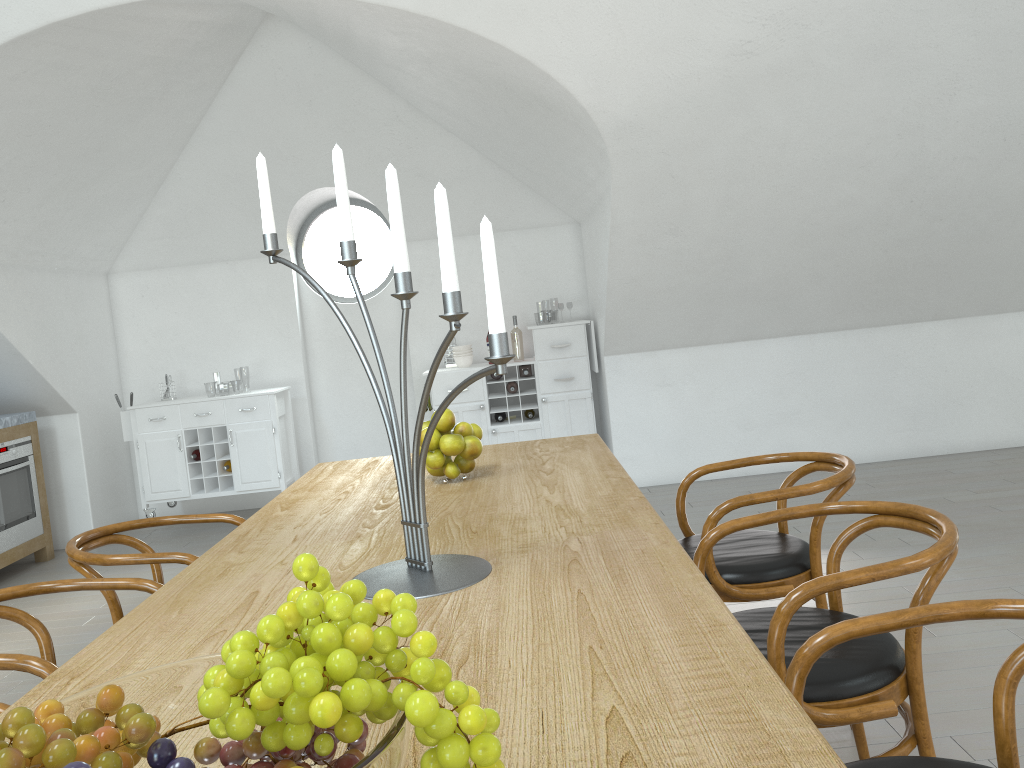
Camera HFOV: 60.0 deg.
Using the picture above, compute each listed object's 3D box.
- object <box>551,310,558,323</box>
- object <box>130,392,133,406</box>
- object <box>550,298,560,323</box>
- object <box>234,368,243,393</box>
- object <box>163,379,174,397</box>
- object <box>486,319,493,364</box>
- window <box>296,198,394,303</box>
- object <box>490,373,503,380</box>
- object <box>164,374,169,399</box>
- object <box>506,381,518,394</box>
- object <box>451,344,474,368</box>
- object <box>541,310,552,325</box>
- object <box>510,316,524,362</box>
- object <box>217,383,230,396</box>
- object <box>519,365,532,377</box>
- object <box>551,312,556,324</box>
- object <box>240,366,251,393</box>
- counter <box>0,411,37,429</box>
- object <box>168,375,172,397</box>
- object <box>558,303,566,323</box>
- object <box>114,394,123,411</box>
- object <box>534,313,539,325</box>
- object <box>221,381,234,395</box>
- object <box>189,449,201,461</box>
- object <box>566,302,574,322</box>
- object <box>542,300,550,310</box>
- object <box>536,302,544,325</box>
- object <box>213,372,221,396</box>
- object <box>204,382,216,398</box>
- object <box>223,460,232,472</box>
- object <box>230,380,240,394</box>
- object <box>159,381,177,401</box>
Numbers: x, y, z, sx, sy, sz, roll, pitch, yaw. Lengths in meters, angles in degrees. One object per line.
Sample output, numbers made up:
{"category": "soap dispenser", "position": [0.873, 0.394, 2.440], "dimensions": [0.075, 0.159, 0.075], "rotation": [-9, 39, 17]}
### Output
{"category": "object", "position": [0.304, -0.484, 6.425], "dimensions": [0.071, 0.098, 0.071], "rotation": [-6, 3, 8]}
{"category": "object", "position": [-2.630, 0.191, 6.128], "dimensions": [0.088, 0.268, 0.029], "rotation": [-5, 3, 27]}
{"category": "object", "position": [0.315, -0.535, 6.494], "dimensions": [0.063, 0.187, 0.063], "rotation": [-7, 3, -14]}
{"category": "object", "position": [-1.930, -0.022, 6.270], "dimensions": [0.054, 0.178, 0.054], "rotation": [-7, 3, -23]}
{"category": "object", "position": [-2.471, 0.033, 6.373], "dimensions": [0.097, 0.136, 0.029], "rotation": [-6, 3, 3]}
{"category": "object", "position": [-0.144, -0.307, 6.380], "dimensions": [0.081, 0.329, 0.081], "rotation": [-6, 3, -4]}
{"category": "window", "position": [-1.257, -1.023, 6.836], "dimensions": [0.900, 0.898, 0.060], "rotation": [-6, 3, 0]}
{"category": "object", "position": [-0.110, -0.075, 6.359], "dimensions": [0.092, 0.094, 0.360], "rotation": [-6, 4, 1]}
{"category": "object", "position": [-2.484, 0.019, 6.369], "dimensions": [0.039, 0.175, 0.054], "rotation": [-6, 3, 0]}
{"category": "object", "position": [0.002, 0.024, 6.371], "dimensions": [0.085, 0.085, 0.331], "rotation": [-6, 4, 0]}
{"category": "object", "position": [-0.351, -0.198, 6.359], "dimensions": [0.154, 0.160, 0.158], "rotation": [-4, 4, 28]}
{"category": "object", "position": [0.246, -0.469, 6.266], "dimensions": [0.081, 0.105, 0.082], "rotation": [-3, 4, 38]}
{"category": "object", "position": [0.035, -0.327, 6.374], "dimensions": [0.086, 0.330, 0.085], "rotation": [-9, 4, -41]}
{"category": "object", "position": [-2.005, 0.041, 6.168], "dimensions": [0.077, 0.085, 0.077], "rotation": [-7, 4, -12]}
{"category": "object", "position": [0.097, -0.092, 6.351], "dimensions": [0.087, 0.084, 0.360], "rotation": [-6, 4, 0]}
{"category": "object", "position": [0.277, -0.469, 6.348], "dimensions": [0.077, 0.085, 0.077], "rotation": [-6, 4, 8]}
{"category": "object", "position": [-1.875, -0.029, 6.239], "dimensions": [0.063, 0.187, 0.063], "rotation": [-7, 3, -15]}
{"category": "counter", "position": [-3.565, 0.230, 2.568], "dimensions": [0.961, 0.618, 6.587], "rotation": [-6, 5, 0]}
{"category": "object", "position": [-2.452, 0.018, 6.354], "dimensions": [0.039, 0.164, 0.024], "rotation": [-5, 3, 13]}
{"category": "object", "position": [0.354, -0.508, 6.342], "dimensions": [0.046, 0.143, 0.046], "rotation": [-6, 3, 11]}
{"category": "object", "position": [-2.685, 0.197, 6.128], "dimensions": [0.088, 0.268, 0.029], "rotation": [-8, 3, -27]}
{"category": "object", "position": [0.214, -0.471, 6.415], "dimensions": [0.093, 0.093, 0.095], "rotation": [-4, 4, 33]}
{"category": "object", "position": [-2.001, 0.030, 6.260], "dimensions": [0.094, 0.093, 0.093], "rotation": [-7, 4, -12]}
{"category": "object", "position": [-2.167, 0.490, 6.149], "dimensions": [0.082, 0.085, 0.318], "rotation": [-6, 4, 1]}
{"category": "object", "position": [0.419, -0.517, 6.374], "dimensions": [0.046, 0.143, 0.046], "rotation": [-6, 3, 11]}
{"category": "object", "position": [0.254, -0.524, 6.476], "dimensions": [0.054, 0.178, 0.054], "rotation": [-6, 3, -6]}
{"category": "object", "position": [0.207, -0.502, 6.338], "dimensions": [0.048, 0.169, 0.048], "rotation": [-4, 4, 33]}
{"category": "object", "position": [-2.061, 0.002, 6.207], "dimensions": [0.048, 0.169, 0.048], "rotation": [-7, 3, -12]}
{"category": "object", "position": [-2.084, 0.043, 6.132], "dimensions": [0.081, 0.105, 0.082], "rotation": [-5, 4, 13]}
{"category": "object", "position": [-1.959, 0.567, 6.191], "dimensions": [0.082, 0.083, 0.317], "rotation": [-6, 4, 0]}
{"category": "object", "position": [-1.931, 0.024, 6.203], "dimensions": [0.071, 0.098, 0.071], "rotation": [-5, 4, 23]}
{"category": "object", "position": [-2.471, 0.053, 6.366], "dimensions": [0.101, 0.137, 0.067], "rotation": [-6, 3, 0]}
